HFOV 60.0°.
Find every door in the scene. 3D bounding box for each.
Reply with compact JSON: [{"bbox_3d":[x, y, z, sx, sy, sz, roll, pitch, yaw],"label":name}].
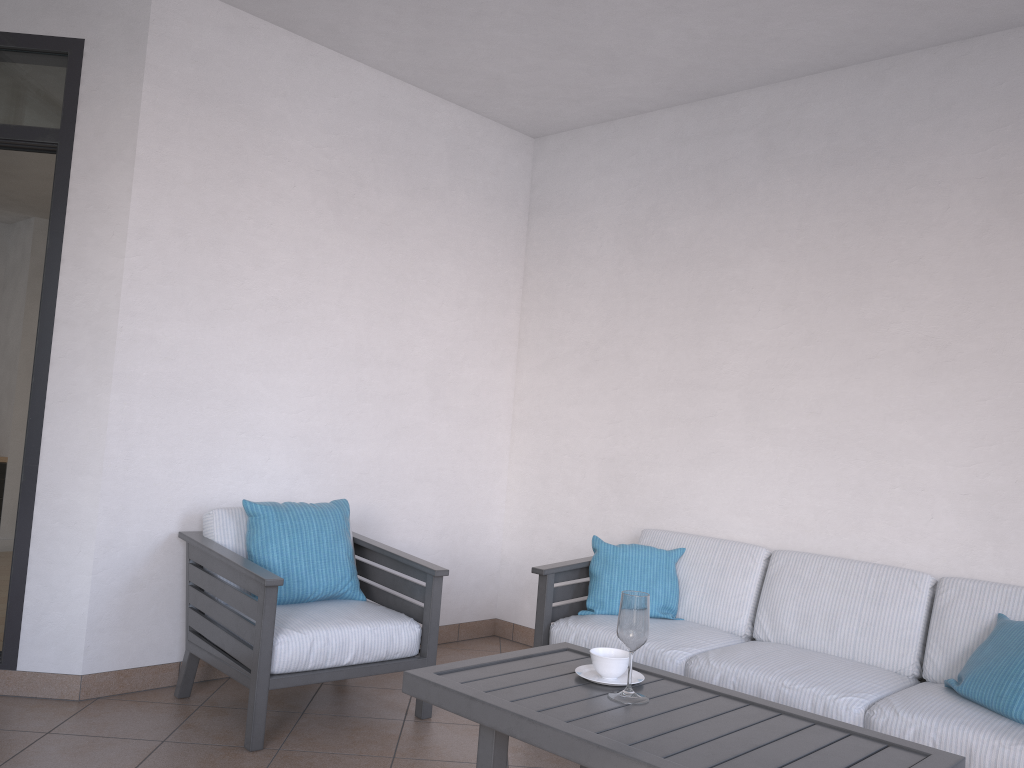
[{"bbox_3d":[-2.254,-0.192,3.186,0.905,2.500,0.924,5,-3,-1],"label":"door"}]

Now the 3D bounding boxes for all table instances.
[{"bbox_3d":[0.375,1.087,2.300,1.260,0.473,0.710,2,-4,44],"label":"table"}]

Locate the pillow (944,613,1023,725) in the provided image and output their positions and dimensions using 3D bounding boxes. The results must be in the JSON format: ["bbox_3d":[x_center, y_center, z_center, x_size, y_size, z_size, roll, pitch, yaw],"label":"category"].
[{"bbox_3d":[1.664,0.902,2.809,0.377,0.370,0.543,5,-3,-6],"label":"pillow"}]

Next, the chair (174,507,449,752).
[{"bbox_3d":[-0.830,0.915,3.595,0.797,0.765,0.807,7,-4,-41],"label":"chair"}]

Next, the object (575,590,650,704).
[{"bbox_3d":[0.292,0.719,2.540,0.203,0.284,0.337,4,-3,4],"label":"object"}]

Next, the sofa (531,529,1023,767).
[{"bbox_3d":[1.126,1.058,3.348,2.161,0.765,0.807,2,-4,44],"label":"sofa"}]
